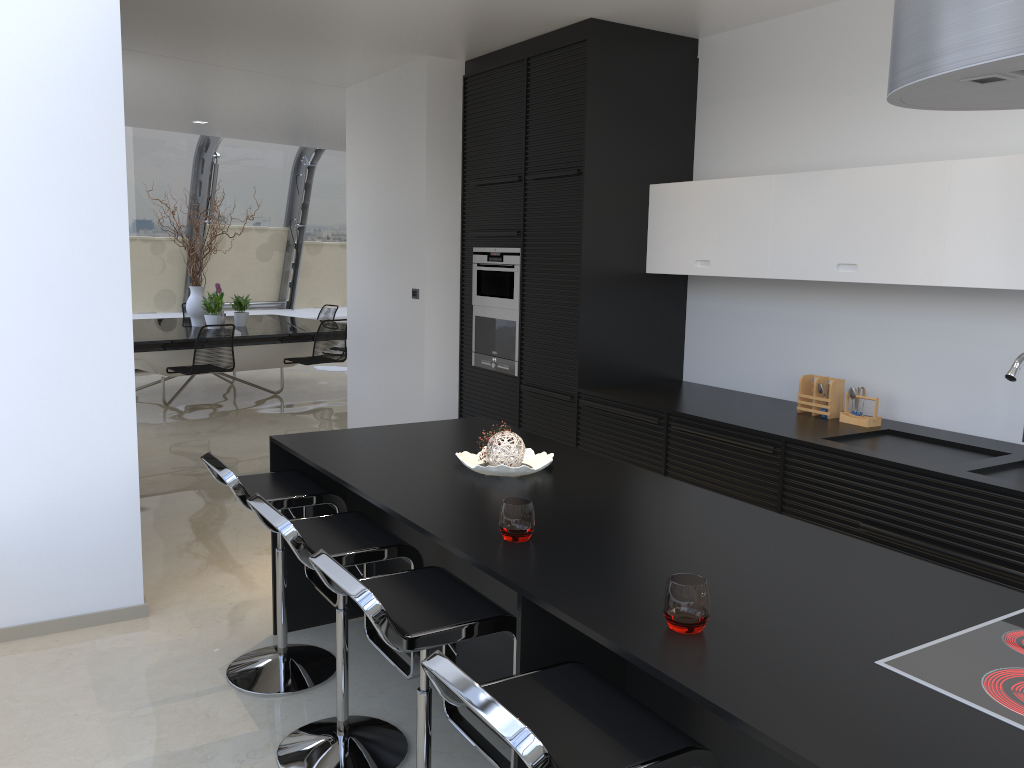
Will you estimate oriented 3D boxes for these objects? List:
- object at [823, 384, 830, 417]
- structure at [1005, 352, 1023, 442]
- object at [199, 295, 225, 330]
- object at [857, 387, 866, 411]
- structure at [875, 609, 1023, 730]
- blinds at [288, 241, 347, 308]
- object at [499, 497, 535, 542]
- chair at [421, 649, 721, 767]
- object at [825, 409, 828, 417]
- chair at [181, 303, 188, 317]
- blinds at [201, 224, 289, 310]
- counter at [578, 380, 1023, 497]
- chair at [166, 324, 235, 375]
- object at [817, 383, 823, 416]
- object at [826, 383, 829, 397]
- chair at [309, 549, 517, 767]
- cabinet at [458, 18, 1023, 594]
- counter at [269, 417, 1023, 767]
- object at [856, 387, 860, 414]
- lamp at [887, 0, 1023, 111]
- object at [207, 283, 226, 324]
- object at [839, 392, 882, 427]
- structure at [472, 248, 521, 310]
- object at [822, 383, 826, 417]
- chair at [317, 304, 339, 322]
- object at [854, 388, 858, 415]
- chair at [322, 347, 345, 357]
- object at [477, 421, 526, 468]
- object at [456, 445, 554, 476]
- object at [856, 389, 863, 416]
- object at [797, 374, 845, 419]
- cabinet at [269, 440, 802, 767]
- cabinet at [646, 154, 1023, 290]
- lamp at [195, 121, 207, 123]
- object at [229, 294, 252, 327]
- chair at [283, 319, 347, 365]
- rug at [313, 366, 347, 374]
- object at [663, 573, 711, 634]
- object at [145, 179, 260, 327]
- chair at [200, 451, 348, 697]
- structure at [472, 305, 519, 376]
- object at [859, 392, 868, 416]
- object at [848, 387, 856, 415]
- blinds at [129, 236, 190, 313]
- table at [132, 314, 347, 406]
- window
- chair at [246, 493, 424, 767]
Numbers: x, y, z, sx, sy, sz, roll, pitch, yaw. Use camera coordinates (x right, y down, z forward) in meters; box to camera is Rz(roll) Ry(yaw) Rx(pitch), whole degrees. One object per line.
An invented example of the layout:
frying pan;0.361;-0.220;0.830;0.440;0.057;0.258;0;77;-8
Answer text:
object;1.539;0.095;4.341;0.019;0.196;0.022;-4;10;-30
structure;2.024;0.142;3.479;0.248;0.536;0.115;-4;10;-33
object;-3.155;-0.761;9.352;0.284;0.369;0.215;0;8;-7
object;1.665;0.108;4.253;0.042;0.192;0.040;2;8;5
structure;1.100;0.577;1.579;0.562;0.041;0.640;-4;10;-32
blinds;-2.767;-1.672;13.713;0.329;1.027;1.430;9;12;44
object;0.014;0.366;2.381;0.095;0.106;0.095;-4;10;-34
chair;0.100;0.945;1.736;0.460;0.857;0.418;-4;10;-31
object;1.561;0.088;4.369;0.042;0.192;0.040;4;9;17
chair;-3.819;-0.739;11.081;0.688;0.519;0.446;9;12;44
blinds;-3.829;-1.626;12.598;0.387;1.214;1.376;9;12;44
counter;1.714;0.264;3.770;0.804;0.025;3.738;-4;10;-32
chair;-2.936;-0.332;8.432;0.688;0.519;0.446;9;12;44
object;1.515;0.090;4.353;0.042;0.192;0.040;4;9;18
object;1.544;0.092;4.363;0.023;0.196;0.018;-2;9;-24
chair;-0.246;0.855;2.301;0.460;0.857;0.418;-4;10;-31
cabinet;1.350;-0.432;4.276;0.831;2.901;5.157;-4;10;-32
counter;0.443;0.446;2.312;1.006;0.018;3.800;-4;10;-32
object;1.649;0.113;4.243;0.023;0.196;0.018;-5;10;-36
lamp;1.135;-0.987;1.347;0.606;0.966;1.112;-4;10;-32
object;-3.331;-0.902;9.937;0.238;0.476;0.417;-1;9;-17
object;1.647;0.135;4.189;0.100;0.170;0.173;-4;10;-30
structure;-0.107;-0.697;5.815;0.061;0.388;0.592;-4;10;-32
object;1.530;0.094;4.347;0.020;0.196;0.018;0;8;-9
chair;-2.568;-0.738;11.260;0.446;0.519;0.688;9;12;44
object;1.639;0.115;4.225;0.020;0.196;0.018;-2;9;-22
chair;-1.861;-0.621;10.566;0.446;0.519;0.688;9;12;44
object;-0.032;0.224;3.173;0.190;0.191;0.165;1;8;-4
object;-0.024;0.285;3.175;0.334;0.078;0.329;-7;12;-44
object;1.649;0.116;4.221;0.019;0.196;0.022;-7;11;-43
object;1.530;0.075;4.401;0.104;0.223;0.200;-4;10;-31
cabinet;0.434;0.869;2.374;1.007;0.838;3.800;-4;10;-32
cabinet;1.941;-0.673;3.763;0.343;0.515;3.741;-4;10;-32
lamp;3.580;-2.585;9.286;9.928;0.004;9.775;-7;12;-44
object;-2.996;-0.824;9.800;0.284;0.369;0.215;0;9;-12
chair;-2.036;-0.444;9.330;0.688;0.519;0.446;9;12;44
rug;-0.761;-0.159;12.076;3.220;0.008;2.705;9;12;44
object;0.361;0.454;1.830;0.095;0.106;0.095;0;9;-11
object;-3.230;-1.385;9.517;1.031;1.549;1.135;7;10;36
chair;-0.896;0.685;3.360;0.460;0.857;0.418;-4;10;-31
structure;-0.113;-0.297;5.875;0.023;0.420;0.592;-4;10;-31
object;1.668;0.125;4.227;0.044;0.178;0.019;5;9;23
object;1.623;0.111;4.228;0.042;0.192;0.040;2;8;6
blinds;-4.939;-1.402;11.547;0.329;1.027;1.430;9;12;44
table;-3.351;-0.268;9.838;2.494;0.759;3.031;9;12;44
window;2.022;-0.993;8.304;16.171;3.674;16.693;-6;11;-39
chair;-0.558;0.773;2.810;0.460;0.857;0.418;-4;10;-31
